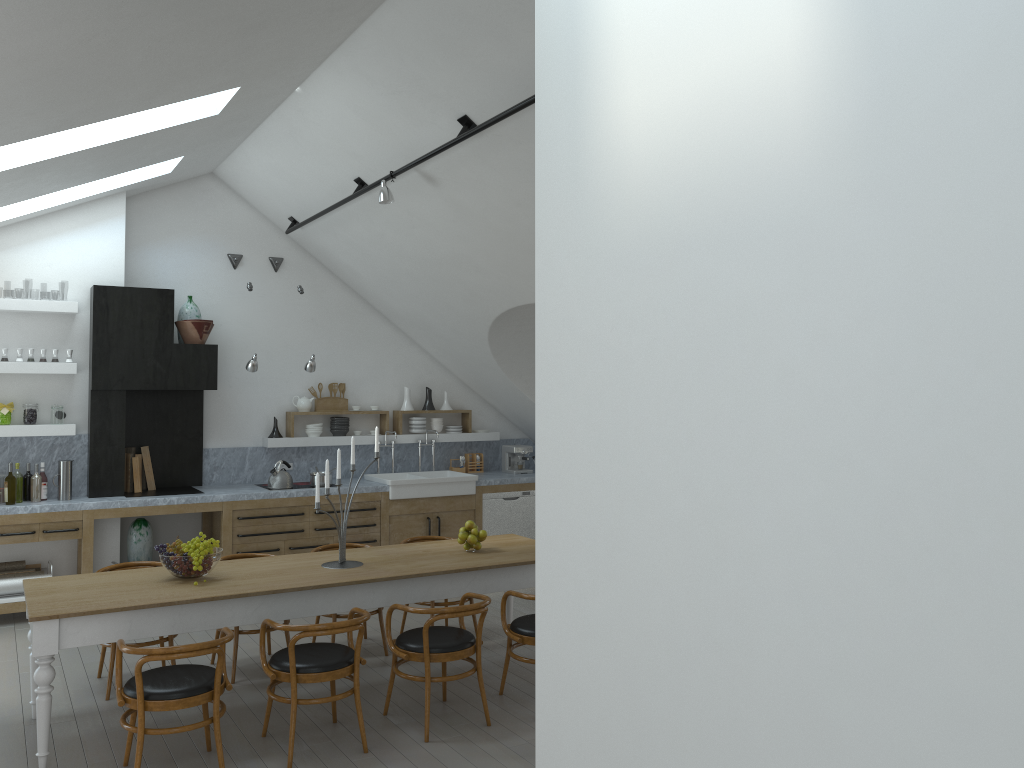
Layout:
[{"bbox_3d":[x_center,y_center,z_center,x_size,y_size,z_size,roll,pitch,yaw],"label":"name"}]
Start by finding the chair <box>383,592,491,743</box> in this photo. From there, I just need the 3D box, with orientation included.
[{"bbox_3d":[-0.412,1.586,5.114,0.527,0.736,0.621,1,-2,-35],"label":"chair"}]

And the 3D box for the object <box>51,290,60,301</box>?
[{"bbox_3d":[-4.003,-0.768,7.769,0.071,0.099,0.071,-1,-2,24],"label":"object"}]

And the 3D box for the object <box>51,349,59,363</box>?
[{"bbox_3d":[-4.010,-0.245,7.782,0.067,0.124,0.064,1,-2,-37],"label":"object"}]

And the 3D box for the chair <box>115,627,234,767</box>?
[{"bbox_3d":[-1.654,1.580,4.357,0.527,0.736,0.621,1,-2,-27],"label":"chair"}]

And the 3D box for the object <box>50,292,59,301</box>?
[{"bbox_3d":[-4.058,-0.765,7.843,0.094,0.093,0.093,0,-1,2],"label":"object"}]

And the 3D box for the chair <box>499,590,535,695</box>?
[{"bbox_3d":[0.246,1.589,5.420,0.527,0.736,0.621,1,-2,-28],"label":"chair"}]

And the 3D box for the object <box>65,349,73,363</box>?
[{"bbox_3d":[-3.913,-0.244,7.838,0.067,0.124,0.064,1,-2,-37],"label":"object"}]

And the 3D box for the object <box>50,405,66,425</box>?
[{"bbox_3d":[-3.989,0.265,7.789,0.103,0.178,0.207,0,-1,-8],"label":"object"}]

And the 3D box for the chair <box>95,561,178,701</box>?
[{"bbox_3d":[-2.473,1.592,5.854,0.527,0.736,0.621,1,-2,-30],"label":"chair"}]

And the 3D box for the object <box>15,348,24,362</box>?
[{"bbox_3d":[-4.250,-0.246,7.652,0.067,0.124,0.064,1,-2,-37],"label":"object"}]

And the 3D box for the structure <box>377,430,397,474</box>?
[{"bbox_3d":[-1.291,0.770,9.594,0.332,0.530,0.214,-1,-2,40],"label":"structure"}]

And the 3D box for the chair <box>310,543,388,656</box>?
[{"bbox_3d":[-1.220,1.599,6.588,0.527,0.736,0.621,1,-2,-27],"label":"chair"}]

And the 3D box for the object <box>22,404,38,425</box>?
[{"bbox_3d":[-4.174,0.261,7.678,0.120,0.183,0.120,0,-2,-15],"label":"object"}]

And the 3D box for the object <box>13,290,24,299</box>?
[{"bbox_3d":[-4.297,-0.766,7.702,0.094,0.093,0.093,0,-1,2],"label":"object"}]

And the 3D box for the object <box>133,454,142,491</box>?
[{"bbox_3d":[-3.539,0.846,8.372,0.072,0.367,0.130,0,-2,-12],"label":"object"}]

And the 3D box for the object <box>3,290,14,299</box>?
[{"bbox_3d":[-4.325,-0.763,7.614,0.077,0.085,0.077,0,-1,2],"label":"object"}]

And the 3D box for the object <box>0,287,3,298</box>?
[{"bbox_3d":[-4.410,-0.773,7.599,0.082,0.105,0.081,-1,-2,28],"label":"object"}]

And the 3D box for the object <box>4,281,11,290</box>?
[{"bbox_3d":[-4.364,-0.805,7.668,0.048,0.169,0.048,1,-2,-22],"label":"object"}]

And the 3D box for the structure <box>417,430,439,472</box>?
[{"bbox_3d":[-0.870,0.772,9.841,0.332,0.530,0.214,-1,-2,40],"label":"structure"}]

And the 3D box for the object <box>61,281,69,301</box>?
[{"bbox_3d":[-3.934,-0.812,7.793,0.063,0.187,0.063,-1,-2,28],"label":"object"}]

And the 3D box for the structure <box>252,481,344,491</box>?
[{"bbox_3d":[-2.148,1.036,8.872,0.737,0.041,0.647,0,-1,-30],"label":"structure"}]

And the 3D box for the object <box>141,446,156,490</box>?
[{"bbox_3d":[-3.464,0.804,8.452,0.148,0.428,0.078,0,-2,5],"label":"object"}]

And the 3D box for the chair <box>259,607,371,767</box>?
[{"bbox_3d":[-1.048,1.583,4.759,0.527,0.736,0.621,1,-2,-30],"label":"chair"}]

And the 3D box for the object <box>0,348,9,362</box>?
[{"bbox_3d":[-4.346,-0.246,7.596,0.067,0.124,0.064,1,-2,-37],"label":"object"}]

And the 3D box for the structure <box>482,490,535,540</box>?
[{"bbox_3d":[-0.160,1.586,9.883,0.724,0.824,0.598,1,-2,-30],"label":"structure"}]

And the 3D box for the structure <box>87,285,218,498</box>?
[{"bbox_3d":[-3.405,0.071,8.356,1.075,1.887,0.780,1,-2,-30],"label":"structure"}]

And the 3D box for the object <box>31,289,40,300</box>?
[{"bbox_3d":[-4.170,-0.772,7.740,0.082,0.105,0.081,-1,-2,28],"label":"object"}]

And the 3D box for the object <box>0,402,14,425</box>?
[{"bbox_3d":[-4.345,0.253,7.576,0.163,0.199,0.128,1,-2,-36],"label":"object"}]

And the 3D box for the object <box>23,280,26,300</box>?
[{"bbox_3d":[-4.221,-0.809,7.696,0.054,0.179,0.054,-1,-3,36],"label":"object"}]

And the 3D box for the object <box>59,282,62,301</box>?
[{"bbox_3d":[-3.981,-0.808,7.837,0.054,0.179,0.054,-1,-3,36],"label":"object"}]

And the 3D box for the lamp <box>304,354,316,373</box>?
[{"bbox_3d":[-1.958,-0.199,8.663,0.112,0.176,0.168,1,-2,-38],"label":"lamp"}]

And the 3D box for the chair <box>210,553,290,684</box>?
[{"bbox_3d":[-1.817,1.595,6.168,0.527,0.736,0.621,1,-2,-34],"label":"chair"}]

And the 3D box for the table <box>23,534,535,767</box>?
[{"bbox_3d":[-1.184,1.555,5.618,3.348,0.800,1.018,0,-1,-30],"label":"table"}]

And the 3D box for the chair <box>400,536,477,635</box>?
[{"bbox_3d":[-0.591,1.602,6.945,0.527,0.736,0.621,1,-2,-34],"label":"chair"}]

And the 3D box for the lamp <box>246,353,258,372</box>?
[{"bbox_3d":[-2.458,-0.198,8.374,0.115,0.178,0.164,0,-1,-12],"label":"lamp"}]

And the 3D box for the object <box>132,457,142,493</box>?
[{"bbox_3d":[-3.492,0.850,8.261,0.081,0.336,0.148,2,-3,-40],"label":"object"}]

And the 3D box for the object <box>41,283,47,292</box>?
[{"bbox_3d":[-4.125,-0.803,7.809,0.048,0.169,0.048,1,-2,-22],"label":"object"}]

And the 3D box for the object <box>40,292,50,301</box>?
[{"bbox_3d":[-4.085,-0.762,7.754,0.077,0.085,0.077,0,-1,2],"label":"object"}]

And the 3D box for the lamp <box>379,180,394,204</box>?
[{"bbox_3d":[-0.923,-1.416,6.524,0.112,0.175,0.114,-1,-2,22],"label":"lamp"}]

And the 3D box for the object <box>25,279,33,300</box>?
[{"bbox_3d":[-4.174,-0.813,7.653,0.063,0.187,0.063,-1,-2,28],"label":"object"}]

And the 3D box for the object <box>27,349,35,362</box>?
[{"bbox_3d":[-4.169,-0.246,7.682,0.067,0.124,0.064,1,-2,-37],"label":"object"}]

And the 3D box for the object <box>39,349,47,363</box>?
[{"bbox_3d":[-4.094,-0.245,7.742,0.067,0.124,0.064,1,-2,-37],"label":"object"}]

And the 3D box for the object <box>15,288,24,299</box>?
[{"bbox_3d":[-4.243,-0.770,7.629,0.071,0.099,0.071,-1,-2,24],"label":"object"}]
